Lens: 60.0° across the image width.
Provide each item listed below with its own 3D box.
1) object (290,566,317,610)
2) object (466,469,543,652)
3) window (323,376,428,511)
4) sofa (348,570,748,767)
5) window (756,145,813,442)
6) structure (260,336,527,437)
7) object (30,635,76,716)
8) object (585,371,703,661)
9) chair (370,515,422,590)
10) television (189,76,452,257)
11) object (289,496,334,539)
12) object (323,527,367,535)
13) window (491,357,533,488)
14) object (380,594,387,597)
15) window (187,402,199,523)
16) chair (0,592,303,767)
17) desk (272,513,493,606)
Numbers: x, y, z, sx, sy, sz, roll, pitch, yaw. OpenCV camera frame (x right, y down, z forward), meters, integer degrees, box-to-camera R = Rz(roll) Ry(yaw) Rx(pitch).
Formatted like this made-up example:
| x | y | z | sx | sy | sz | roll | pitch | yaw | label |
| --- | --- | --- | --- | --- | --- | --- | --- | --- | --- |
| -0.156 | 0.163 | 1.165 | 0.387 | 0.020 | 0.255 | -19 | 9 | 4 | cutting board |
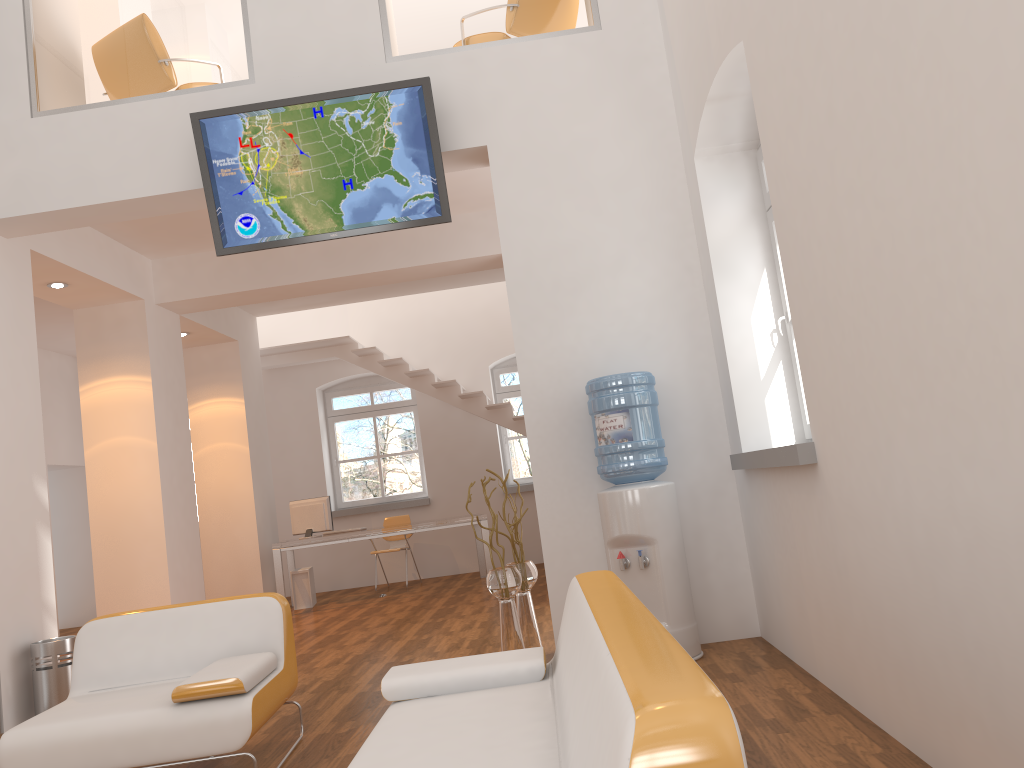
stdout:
| x | y | z | sx | sy | sz | roll | pitch | yaw | label |
| --- | --- | --- | --- | --- | --- | --- | --- | --- | --- |
| -2.314 | 2.267 | 9.855 | 0.200 | 0.422 | 0.474 | -7 | -7 | -8 | object |
| 0.009 | 1.043 | 5.238 | 0.284 | 1.112 | 0.655 | -11 | -7 | 23 | object |
| -1.816 | 0.754 | 11.883 | 1.308 | 1.737 | 0.142 | -8 | -7 | 2 | window |
| -0.036 | 0.908 | 2.132 | 0.825 | 0.661 | 2.010 | -8 | -7 | 1 | sofa |
| 1.410 | -0.549 | 4.088 | 0.142 | 1.627 | 1.302 | -8 | -7 | 2 | window |
| -0.881 | 0.729 | 9.745 | 4.630 | 3.042 | 3.450 | -8 | -7 | 2 | structure |
| -2.723 | 1.756 | 5.298 | 0.248 | 0.450 | 0.248 | -1 | -9 | -44 | object |
| 0.677 | 0.696 | 4.697 | 0.436 | 1.490 | 0.436 | -6 | -7 | -12 | object |
| -1.431 | 2.026 | 10.717 | 0.495 | 0.829 | 0.464 | -10 | -7 | 17 | chair |
| -1.097 | -1.245 | 5.120 | 1.388 | 0.803 | 0.266 | -8 | -7 | 2 | television |
| -2.216 | 1.457 | 9.617 | 0.516 | 0.418 | 0.245 | -12 | -8 | 32 | object |
| -1.887 | 1.655 | 10.001 | 0.467 | 0.031 | 0.200 | -9 | -7 | 12 | object |
| 0.453 | 0.436 | 11.796 | 1.308 | 1.737 | 0.142 | -8 | -7 | 2 | window |
| -1.423 | 2.335 | 9.785 | 0.054 | 0.035 | 0.115 | -9 | -7 | 12 | object |
| -4.199 | 1.088 | 11.975 | 1.308 | 1.737 | 0.142 | -8 | -7 | 2 | window |
| -1.420 | 1.271 | 3.619 | 0.923 | 0.661 | 0.825 | -7 | -7 | -3 | chair |
| -1.384 | 1.955 | 9.765 | 2.239 | 0.750 | 1.092 | -7 | -7 | -8 | desk |
